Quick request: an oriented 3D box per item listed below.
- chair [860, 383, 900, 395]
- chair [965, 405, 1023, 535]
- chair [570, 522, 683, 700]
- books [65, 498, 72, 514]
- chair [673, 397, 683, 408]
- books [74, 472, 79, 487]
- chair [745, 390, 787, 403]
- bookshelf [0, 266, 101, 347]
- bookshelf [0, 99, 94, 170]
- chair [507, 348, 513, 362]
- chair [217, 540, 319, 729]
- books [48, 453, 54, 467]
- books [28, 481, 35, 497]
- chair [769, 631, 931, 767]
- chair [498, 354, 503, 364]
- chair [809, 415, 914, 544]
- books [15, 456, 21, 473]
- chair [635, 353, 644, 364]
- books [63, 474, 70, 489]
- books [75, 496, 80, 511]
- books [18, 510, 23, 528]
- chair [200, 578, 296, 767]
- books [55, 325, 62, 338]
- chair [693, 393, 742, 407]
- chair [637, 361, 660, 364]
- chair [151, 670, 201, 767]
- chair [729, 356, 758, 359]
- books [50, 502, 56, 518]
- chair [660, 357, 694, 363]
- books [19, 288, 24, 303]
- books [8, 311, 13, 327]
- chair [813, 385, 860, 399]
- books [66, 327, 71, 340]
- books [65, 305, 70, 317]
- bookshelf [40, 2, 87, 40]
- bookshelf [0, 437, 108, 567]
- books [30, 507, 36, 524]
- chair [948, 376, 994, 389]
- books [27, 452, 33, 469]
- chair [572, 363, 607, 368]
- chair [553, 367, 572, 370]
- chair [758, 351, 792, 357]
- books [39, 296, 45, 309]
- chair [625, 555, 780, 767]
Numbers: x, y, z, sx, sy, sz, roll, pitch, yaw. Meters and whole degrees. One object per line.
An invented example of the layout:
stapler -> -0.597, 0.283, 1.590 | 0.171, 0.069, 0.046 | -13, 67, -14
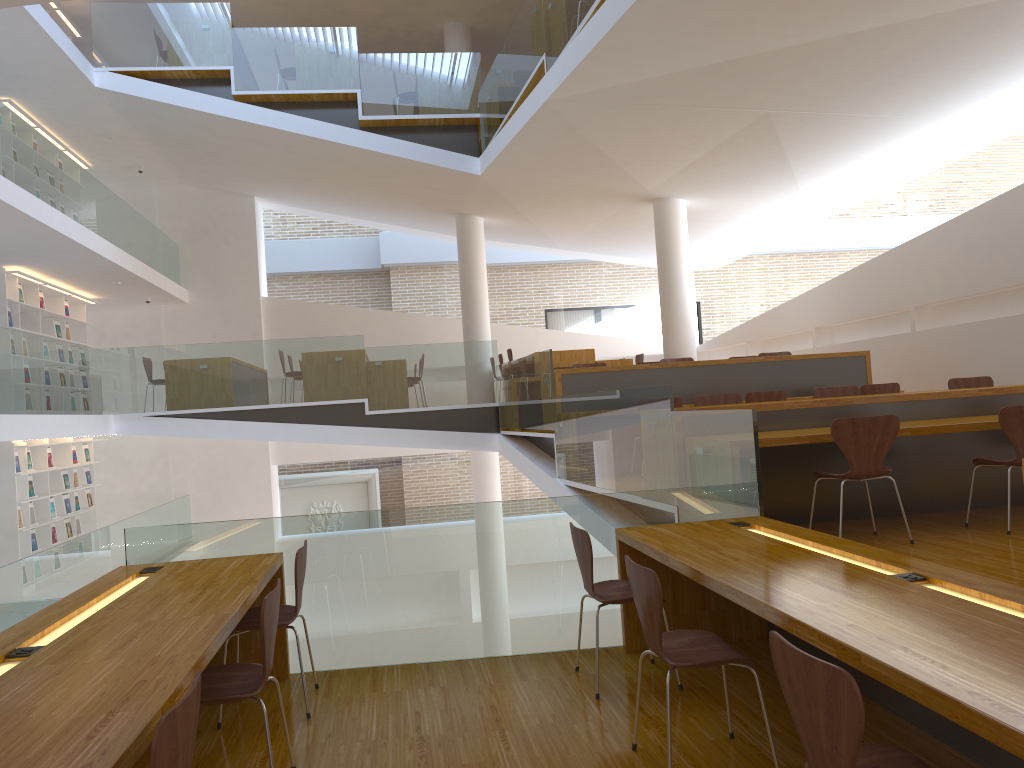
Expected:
chair -> 3.371, 0.348, 8.278 | 0.428, 0.693, 0.381 | -4, -2, -8
chair -> 2.836, 0.463, 4.998 | 0.428, 0.693, 0.381 | -4, -2, -8
chair -> 0.482, 0.960, 3.919 | 0.381, 0.693, 0.428 | -4, -2, -8
books -> -6.073, 1.674, 12.135 | 0.037, 0.210, 0.145 | -4, -2, -8
chair -> 1.310, 0.475, 7.954 | 0.428, 0.693, 0.381 | -4, -2, -8
books -> -6.145, 1.351, 12.491 | 0.037, 0.210, 0.145 | -4, -2, -8
chair -> 2.270, 0.415, 8.087 | 0.428, 0.693, 0.381 | -4, -2, -8
bookshelf -> -6.204, -0.417, 11.874 | 0.498, 1.836, 2.984 | -4, -2, -8
bookshelf -> -6.340, -2.458, 11.929 | 0.498, 1.836, 2.984 | -4, -2, -8
chair -> 0.151, -0.118, 11.579 | 0.381, 0.693, 0.428 | -4, -2, -8
chair -> -1.071, 1.061, 3.870 | 0.381, 0.693, 0.428 | -4, -2, -8
books -> -6.043, 1.005, 11.600 | 0.037, 0.210, 0.145 | -4, -2, -8
books -> -5.929, 1.298, 10.926 | 0.037, 0.210, 0.145 | -4, -2, -8
chair -> 0.802, 0.883, 1.855 | 0.381, 0.693, 0.428 | -4, -2, -8
chair -> 0.020, -0.083, 12.541 | 0.381, 0.693, 0.428 | -4, -2, -8
chair -> 1.876, 0.523, 4.865 | 0.428, 0.693, 0.381 | -4, -2, -8
books -> -5.899, 0.964, 10.558 | 0.037, 0.210, 0.145 | -4, -2, -8
chair -> 1.607, -0.055, 12.131 | 0.381, 0.693, 0.428 | -4, -2, -8
books -> -6.098, 1.338, 12.144 | 0.037, 0.210, 0.145 | -4, -2, -8
books -> -6.118, 1.686, 12.468 | 0.037, 0.210, 0.145 | -4, -2, -8
books -> -5.857, 1.604, 10.524 | 0.037, 0.210, 0.145 | -4, -2, -8
chair -> -0.940, 1.027, 2.908 | 0.381, 0.693, 0.428 | -4, -2, -8
books -> -6.233, -0.708, 12.199 | 0.037, 0.210, 0.145 | -4, -2, -8
chair -> 1.623, 0.416, 6.644 | 0.428, 0.693, 0.381 | -4, -2, -8
chair -> 1.603, 0.097, 10.318 | 0.428, 0.693, 0.381 | -4, -2, -8
chair -> -0.827, 0.989, 1.795 | 0.381, 0.693, 0.428 | -4, -2, -8
chair -> 2.704, 0.029, 10.509 | 0.428, 0.693, 0.381 | -4, -2, -8
books -> -6.001, 1.648, 11.582 | 0.037, 0.210, 0.145 | -4, -2, -8
chair -> 1.832, 0.058, 9.456 | 0.428, 0.693, 0.381 | -4, -2, -8
books -> -6.087, -1.082, 10.974 | 0.037, 0.210, 0.145 | -4, -2, -8
books -> -6.012, -0.767, 10.597 | 0.037, 0.210, 0.145 | -4, -2, -8
chair -> 2.583, 0.356, 6.777 | 0.428, 0.693, 0.381 | -4, -2, -8
books -> -6.281, -0.696, 12.546 | 0.037, 0.210, 0.145 | -4, -2, -8
books -> -6.301, -1.009, 12.555 | 0.037, 0.210, 0.145 | -4, -2, -8
bookshelf -> -6.473, -4.468, 11.984 | 0.498, 1.836, 2.984 | -4, -2, -8
bookshelf -> -6.068, 1.639, 11.818 | 0.498, 1.836, 2.984 | -4, -2, -8
books -> -5.905, 1.628, 10.902 | 0.037, 0.210, 0.145 | -4, -2, -8
chair -> 3.694, 0.285, 6.892 | 0.428, 0.693, 0.381 | -4, -2, -8
books -> -5.952, 0.944, 10.912 | 0.037, 0.210, 0.145 | -4, -2, -8
chair -> 0.871, 0.118, 9.323 | 0.428, 0.693, 0.381 | -4, -2, -8
chair -> 0.642, 0.157, 10.185 | 0.428, 0.693, 0.381 | -4, -2, -8
chair -> 2.931, -0.012, 9.570 | 0.428, 0.693, 0.381 | -4, -2, -8
books -> -6.179, -1.042, 11.655 | 0.037, 0.210, 0.145 | -4, -2, -8
chair -> 0.613, 0.925, 2.957 | 0.381, 0.693, 0.428 | -4, -2, -8
